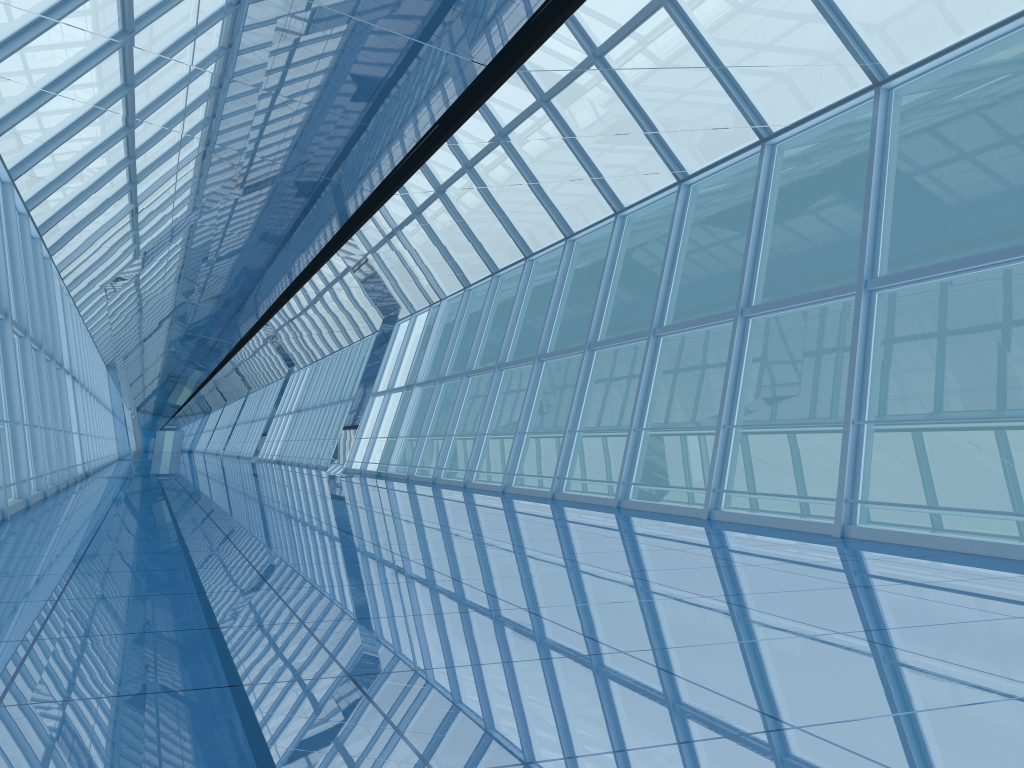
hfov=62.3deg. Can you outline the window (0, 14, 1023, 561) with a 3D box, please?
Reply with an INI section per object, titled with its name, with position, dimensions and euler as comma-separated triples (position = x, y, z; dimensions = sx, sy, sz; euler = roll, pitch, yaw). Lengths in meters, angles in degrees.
[window]
position = -17.155, 1.632, 45.865
dimensions = 9.818, 5.022, 104.946
euler = 4, -5, -23
